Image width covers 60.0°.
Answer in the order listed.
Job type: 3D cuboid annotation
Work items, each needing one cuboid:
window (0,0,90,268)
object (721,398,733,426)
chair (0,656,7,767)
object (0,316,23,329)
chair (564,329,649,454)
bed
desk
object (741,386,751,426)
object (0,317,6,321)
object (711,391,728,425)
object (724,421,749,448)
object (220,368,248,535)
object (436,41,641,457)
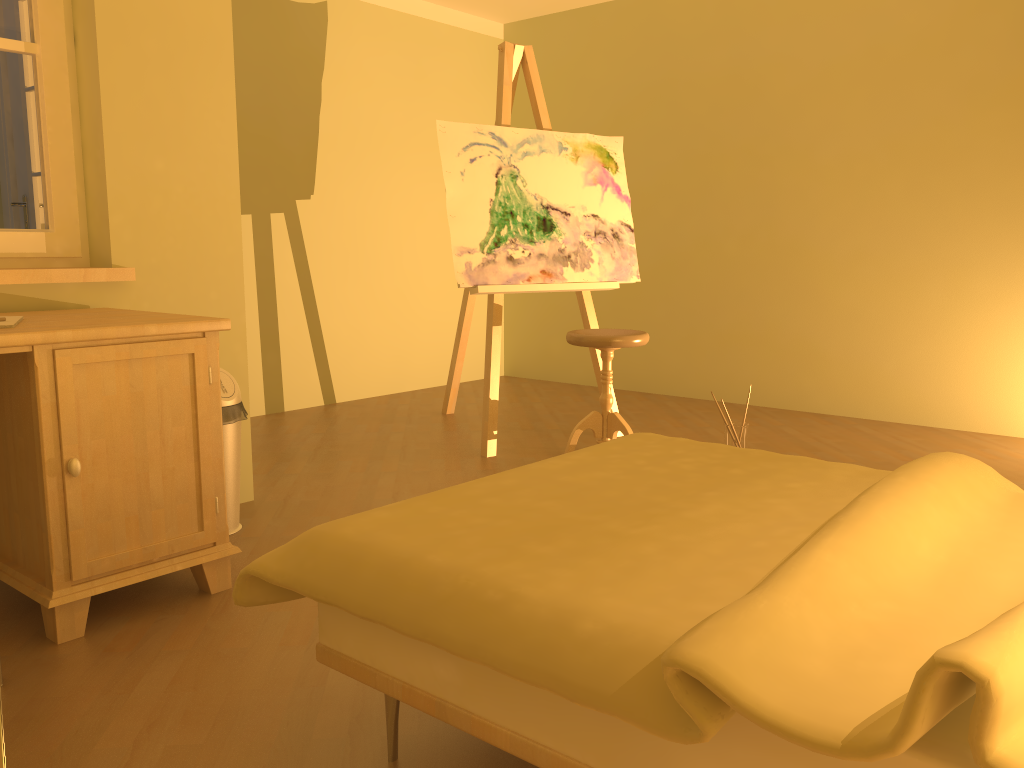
[{"bbox_3d":[-1.820,-0.909,2.163,0.142,1.263,1.486,7,11,40],"label":"window"},{"bbox_3d":[0.938,0.189,3.763,0.172,0.278,0.010,-7,11,-37],"label":"object"},{"bbox_3d":[-1.154,0.288,1.443,0.531,0.785,0.546,-5,10,-29],"label":"chair"},{"bbox_3d":[-1.274,-0.143,2.076,0.210,0.010,0.300,-4,9,-24],"label":"object"},{"bbox_3d":[0.405,0.054,3.763,0.348,0.551,0.364,-7,11,-38],"label":"chair"},{"bbox_3d":[0.834,0.264,1.243,2.378,0.894,1.286,7,11,40],"label":"bed"},{"bbox_3d":[-1.422,0.237,2.003,0.684,0.720,1.396,7,11,40],"label":"desk"},{"bbox_3d":[0.997,0.162,3.820,0.069,0.319,0.010,-4,9,-23],"label":"object"},{"bbox_3d":[-1.235,-0.142,2.015,0.008,0.009,0.166,5,10,31],"label":"object"},{"bbox_3d":[0.925,0.179,3.811,0.159,0.286,0.010,6,11,35],"label":"object"},{"bbox_3d":[0.959,0.247,3.802,0.106,0.157,0.106,2,9,12],"label":"object"},{"bbox_3d":[-0.966,0.204,2.825,0.248,0.535,0.255,-2,9,-15],"label":"object"},{"bbox_3d":[-0.050,-0.626,4.162,1.132,1.896,0.972,4,9,23],"label":"object"}]
